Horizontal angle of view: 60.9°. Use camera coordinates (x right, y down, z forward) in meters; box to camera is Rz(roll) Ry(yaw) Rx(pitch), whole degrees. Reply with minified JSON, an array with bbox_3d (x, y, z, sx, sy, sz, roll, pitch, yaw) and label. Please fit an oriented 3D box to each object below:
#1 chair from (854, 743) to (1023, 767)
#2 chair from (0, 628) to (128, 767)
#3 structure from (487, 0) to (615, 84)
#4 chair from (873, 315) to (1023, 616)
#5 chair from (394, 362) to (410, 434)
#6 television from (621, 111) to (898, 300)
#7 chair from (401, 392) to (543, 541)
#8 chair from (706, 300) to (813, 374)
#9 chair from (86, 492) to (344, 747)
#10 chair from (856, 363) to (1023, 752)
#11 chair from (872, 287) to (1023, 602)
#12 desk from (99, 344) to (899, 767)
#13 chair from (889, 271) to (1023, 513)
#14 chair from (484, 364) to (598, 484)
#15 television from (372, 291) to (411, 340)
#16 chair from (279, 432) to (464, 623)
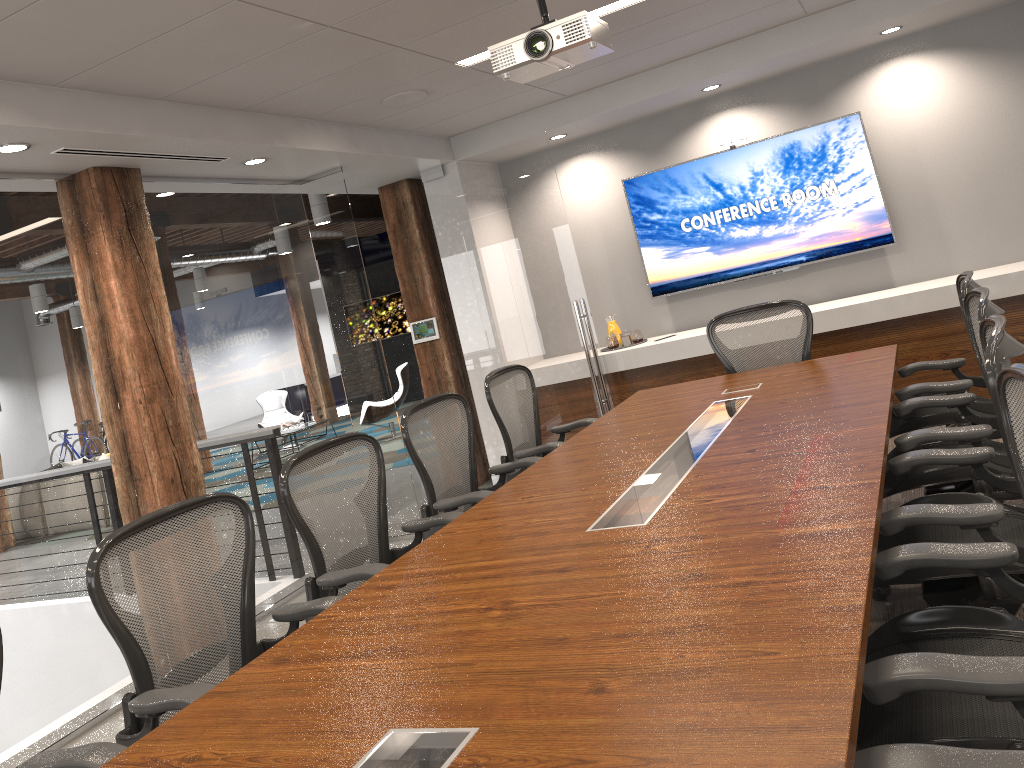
[{"bbox_3d":[0.538,0.720,0.928,0.788,1.101,0.769,-14,-2,7],"label":"chair"},{"bbox_3d":[-1.043,1.024,1.721,0.753,1.101,0.806,-14,-1,15],"label":"chair"},{"bbox_3d":[0.136,-1.600,3.799,0.452,0.460,0.322,-13,-1,25],"label":"structure"},{"bbox_3d":[1.223,0.405,2.392,0.786,1.101,0.772,-14,-2,11],"label":"chair"},{"bbox_3d":[-1.709,0.256,11.766,0.802,0.931,0.660,-13,-1,-27],"label":"chair"},{"bbox_3d":[1.867,-1.388,6.826,1.875,1.119,0.065,-12,-4,25],"label":"television"},{"bbox_3d":[-0.057,0.558,3.953,0.787,1.101,0.770,-14,-2,9],"label":"chair"},{"bbox_3d":[1.422,0.127,4.647,0.765,1.101,0.793,-14,-1,9],"label":"chair"},{"bbox_3d":[-0.703,0.865,2.473,0.786,1.101,0.772,-14,-2,11],"label":"chair"},{"bbox_3d":[0.853,0.564,1.707,0.746,1.101,0.812,-14,-2,27],"label":"chair"},{"bbox_3d":[1.551,0.246,3.170,0.744,1.101,0.815,-15,-2,36],"label":"chair"},{"bbox_3d":[0.166,0.874,1.946,1.378,0.758,6.146,-12,6,26],"label":"desk"},{"bbox_3d":[1.882,0.092,3.897,0.746,1.101,0.812,-14,-2,27],"label":"chair"},{"bbox_3d":[0.306,0.400,4.634,0.745,1.101,0.813,-15,-2,32],"label":"chair"},{"bbox_3d":[-2.472,-1.217,16.239,1.436,0.805,0.049,-12,-4,25],"label":"television"},{"bbox_3d":[-0.360,0.710,3.176,0.751,1.101,0.808,-14,-1,18],"label":"chair"}]
